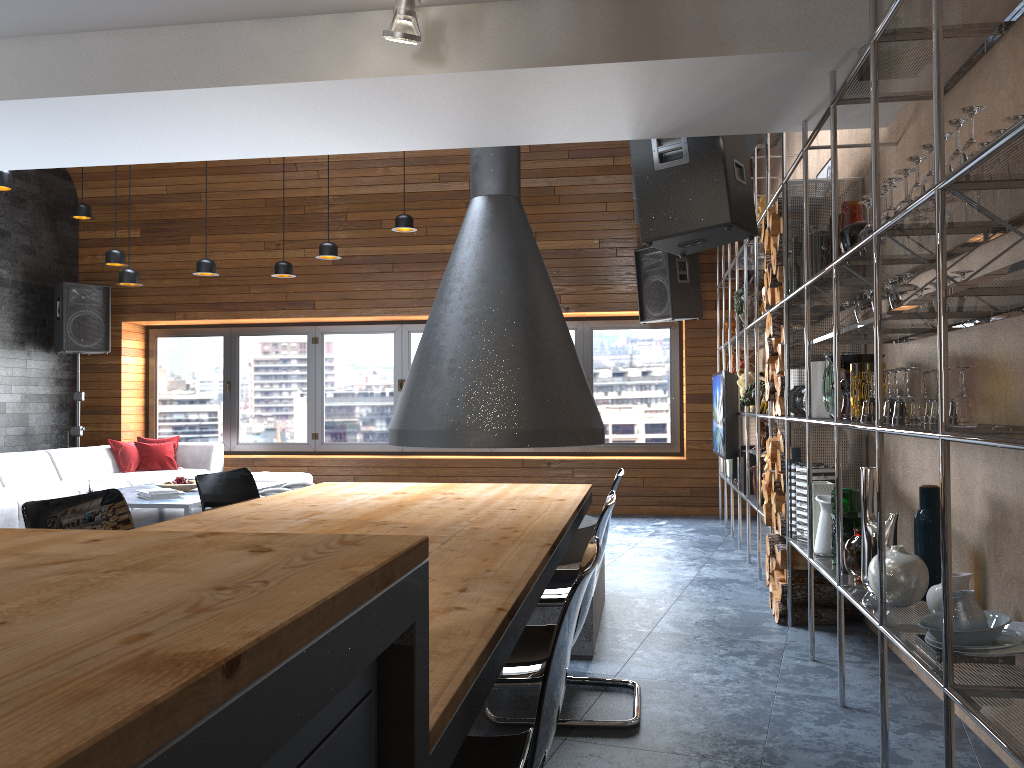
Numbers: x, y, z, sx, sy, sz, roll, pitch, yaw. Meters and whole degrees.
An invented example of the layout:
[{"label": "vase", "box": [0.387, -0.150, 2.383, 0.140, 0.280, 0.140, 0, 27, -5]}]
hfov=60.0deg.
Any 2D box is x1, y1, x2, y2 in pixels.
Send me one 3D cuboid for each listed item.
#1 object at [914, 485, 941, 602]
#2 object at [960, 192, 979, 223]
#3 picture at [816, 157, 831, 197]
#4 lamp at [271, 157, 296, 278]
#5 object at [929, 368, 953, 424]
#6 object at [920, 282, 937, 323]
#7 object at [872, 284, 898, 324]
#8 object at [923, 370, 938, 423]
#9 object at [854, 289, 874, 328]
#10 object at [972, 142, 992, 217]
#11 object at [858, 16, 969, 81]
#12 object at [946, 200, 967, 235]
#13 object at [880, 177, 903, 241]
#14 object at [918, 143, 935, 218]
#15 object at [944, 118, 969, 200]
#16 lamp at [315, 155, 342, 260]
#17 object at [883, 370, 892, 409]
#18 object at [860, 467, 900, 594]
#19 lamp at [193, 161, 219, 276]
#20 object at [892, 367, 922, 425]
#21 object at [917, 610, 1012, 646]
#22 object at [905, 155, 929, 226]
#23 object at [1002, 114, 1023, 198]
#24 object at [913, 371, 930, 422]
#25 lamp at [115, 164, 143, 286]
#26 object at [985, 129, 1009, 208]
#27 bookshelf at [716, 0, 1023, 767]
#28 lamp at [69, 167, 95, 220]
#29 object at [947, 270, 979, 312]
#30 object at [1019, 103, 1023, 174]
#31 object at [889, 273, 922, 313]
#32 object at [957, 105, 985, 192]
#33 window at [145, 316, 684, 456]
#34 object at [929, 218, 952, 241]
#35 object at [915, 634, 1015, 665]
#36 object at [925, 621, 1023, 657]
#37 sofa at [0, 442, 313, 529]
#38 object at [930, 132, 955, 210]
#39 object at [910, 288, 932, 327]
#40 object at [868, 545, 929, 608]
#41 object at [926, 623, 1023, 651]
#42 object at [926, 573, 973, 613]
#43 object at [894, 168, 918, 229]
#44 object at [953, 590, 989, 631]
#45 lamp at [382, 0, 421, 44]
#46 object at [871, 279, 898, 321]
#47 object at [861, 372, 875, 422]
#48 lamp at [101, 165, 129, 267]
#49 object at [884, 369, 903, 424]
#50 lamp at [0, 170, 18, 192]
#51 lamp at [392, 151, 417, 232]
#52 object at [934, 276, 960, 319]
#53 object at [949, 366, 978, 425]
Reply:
[{"label": "object", "box": [1.366, 0.516, 2.891, 0.099, 0.372, 0.099, 1, -2, -33]}, {"label": "object", "box": [1.276, -0.546, 2.471, 0.060, 0.191, 0.060, -1, -2, 34]}, {"label": "picture", "box": [1.769, -0.824, 5.057, 0.090, 0.863, 0.529, -1, -1, 8]}, {"label": "lamp", "box": [-1.987, -1.939, 7.724, 0.210, 2.003, 0.210, 1, -2, -44]}, {"label": "object", "box": [1.331, 0.038, 2.739, 0.081, 0.170, 0.081, 0, -1, 4]}, {"label": "object", "box": [1.361, -0.262, 2.848, 0.092, 0.124, 0.092, -1, -2, 34]}, {"label": "object", "box": [1.228, -0.260, 2.902, 0.092, 0.124, 0.092, -1, -2, 34]}, {"label": "object", "box": [1.363, 0.040, 2.845, 0.081, 0.170, 0.081, 0, -1, 4]}, {"label": "object", "box": [1.218, -0.257, 3.028, 0.092, 0.124, 0.092, -1, -2, 34]}, {"label": "object", "box": [1.263, -0.548, 2.383, 0.060, 0.191, 0.060, -1, -2, 34]}, {"label": "object", "box": [1.289, -1.099, 2.848, 0.322, 0.164, 0.311, 0, -1, -3]}, {"label": "object", "box": [1.315, -0.539, 2.640, 0.070, 0.184, 0.071, 0, -1, -16]}, {"label": "object", "box": [1.169, -0.537, 2.734, 0.070, 0.184, 0.071, 0, -1, -16]}, {"label": "object", "box": [1.130, -0.547, 2.392, 0.060, 0.191, 0.060, -1, -2, 34]}, {"label": "object", "box": [1.099, -0.552, 2.186, 0.060, 0.191, 0.060, -1, -2, 34]}, {"label": "lamp", "box": [-1.516, -1.996, 7.324, 0.210, 1.911, 0.210, 1, -2, -44]}, {"label": "object", "box": [1.222, 0.042, 2.883, 0.081, 0.170, 0.081, 0, -1, 4]}, {"label": "object", "box": [1.252, 0.495, 3.007, 0.129, 0.420, 0.129, -1, -1, 12]}, {"label": "lamp", "box": [-2.546, -1.928, 7.392, 0.210, 2.034, 0.210, 1, -2, -44]}, {"label": "object", "box": [1.172, 0.036, 2.636, 0.081, 0.170, 0.081, -1, -2, 34]}, {"label": "object", "box": [1.153, 0.627, 2.263, 0.215, 0.080, 0.217, -1, -1, 17]}, {"label": "object", "box": [1.148, -0.544, 2.509, 0.060, 0.191, 0.060, -1, -2, 34]}, {"label": "object", "box": [1.229, -0.553, 2.161, 0.060, 0.191, 0.060, -1, -2, 34]}, {"label": "object", "box": [1.377, 0.043, 2.968, 0.081, 0.170, 0.081, -1, -2, 34]}, {"label": "lamp", "box": [-3.078, -1.934, 7.144, 0.210, 2.273, 0.210, 1, -2, -44]}, {"label": "object", "box": [1.246, -0.550, 2.271, 0.060, 0.191, 0.060, -2, -2, 44]}, {"label": "bookshelf", "box": [1.287, -1.987, 2.876, 0.421, 6.220, 10.738, -1, -1, 9]}, {"label": "lamp", "box": [-3.797, -2.150, 7.844, 0.210, 1.369, 0.210, 1, -2, -44]}, {"label": "object", "box": [1.324, -0.267, 2.605, 0.092, 0.124, 0.092, -1, -2, 34]}, {"label": "object", "box": [1.214, -0.555, 2.061, 0.060, 0.191, 0.060, -1, -2, 34]}, {"label": "object", "box": [1.177, -0.265, 2.654, 0.092, 0.124, 0.092, -1, -2, 34]}, {"label": "object", "box": [1.085, -0.554, 2.094, 0.060, 0.191, 0.060, -1, -2, 34]}, {"label": "window", "box": [-1.159, 0.041, 9.360, 5.936, 1.522, 0.101, 0, -1, 9]}, {"label": "object", "box": [1.323, -0.537, 2.733, 0.070, 0.184, 0.071, 0, -1, -16]}, {"label": "object", "box": [1.152, 0.677, 2.265, 0.184, 0.024, 0.184, 0, -1, 9]}, {"label": "object", "box": [1.214, 0.646, 2.244, 0.308, 0.058, 0.311, -1, -1, 17]}, {"label": "sofa", "box": [-3.124, 0.899, 7.117, 2.204, 0.693, 4.035, 0, -1, 9]}, {"label": "object", "box": [1.116, -0.549, 2.296, 0.060, 0.191, 0.060, -1, -2, 34]}, {"label": "object", "box": [1.383, -0.259, 2.998, 0.092, 0.124, 0.092, -1, -2, 34]}, {"label": "object", "box": [1.221, 0.607, 2.804, 0.177, 0.189, 0.177, 1, -2, -40]}, {"label": "object", "box": [1.190, 0.643, 2.257, 0.246, 0.052, 0.249, -1, -1, 17]}, {"label": "object", "box": [1.295, 0.625, 2.625, 0.100, 0.142, 0.102, 0, -1, -12]}, {"label": "object", "box": [1.170, -0.539, 2.629, 0.070, 0.184, 0.071, 0, -1, -16]}, {"label": "object", "box": [1.156, 0.593, 2.264, 0.101, 0.136, 0.098, 0, -1, -8]}, {"label": "lamp", "box": [-0.364, -1.235, 2.929, 0.127, 0.242, 0.127, -1, -1, 19]}, {"label": "object", "box": [1.175, -0.263, 2.776, 0.092, 0.124, 0.092, -1, -2, 34]}, {"label": "object", "box": [1.229, 0.045, 3.018, 0.081, 0.170, 0.081, -1, -2, 34]}, {"label": "lamp", "box": [-3.276, -2.001, 7.337, 0.210, 2.036, 0.210, 1, -2, -44]}, {"label": "object", "box": [1.201, 0.039, 2.775, 0.081, 0.170, 0.081, 0, -1, 4]}, {"label": "lamp", "box": [-3.194, -2.818, 5.538, 0.210, 3.209, 0.210, -1, -2, 31]}, {"label": "lamp", "box": [-0.899, -2.064, 7.392, 0.210, 1.565, 0.210, 1, -2, -44]}, {"label": "object", "box": [1.342, -0.265, 2.724, 0.092, 0.124, 0.092, -1, -2, 34]}, {"label": "object", "box": [1.321, 0.035, 2.604, 0.081, 0.170, 0.081, -1, -2, 34]}]
